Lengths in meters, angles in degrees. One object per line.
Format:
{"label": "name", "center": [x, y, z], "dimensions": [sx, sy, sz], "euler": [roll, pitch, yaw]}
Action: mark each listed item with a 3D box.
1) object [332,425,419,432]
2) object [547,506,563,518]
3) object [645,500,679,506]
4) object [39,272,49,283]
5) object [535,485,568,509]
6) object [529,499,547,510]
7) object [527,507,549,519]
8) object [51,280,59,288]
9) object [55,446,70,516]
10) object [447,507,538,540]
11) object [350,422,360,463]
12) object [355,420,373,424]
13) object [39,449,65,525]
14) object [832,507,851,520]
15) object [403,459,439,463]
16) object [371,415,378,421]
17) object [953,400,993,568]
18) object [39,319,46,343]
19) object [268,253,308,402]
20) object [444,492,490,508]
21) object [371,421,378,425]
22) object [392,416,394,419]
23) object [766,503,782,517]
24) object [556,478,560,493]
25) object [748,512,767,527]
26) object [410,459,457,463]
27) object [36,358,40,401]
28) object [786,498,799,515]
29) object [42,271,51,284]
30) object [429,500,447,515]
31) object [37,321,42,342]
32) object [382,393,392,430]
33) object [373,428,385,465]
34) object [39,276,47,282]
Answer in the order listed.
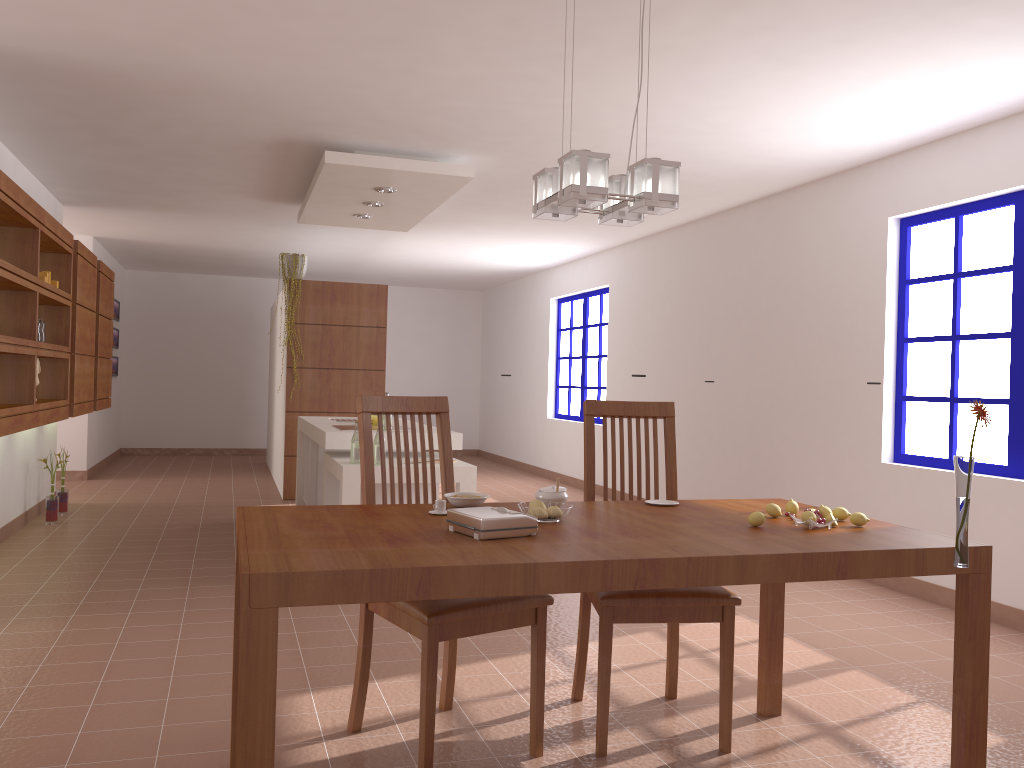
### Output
{"label": "object", "center": [-0.874, 0.283, 5.676], "dimensions": [0.493, 0.006, 0.551], "euler": [2, 0, -18]}
{"label": "object", "center": [0.114, 0.351, 2.437], "dimensions": [0.048, 0.033, 0.060], "euler": [2, 0, -19]}
{"label": "object", "center": [0.478, 0.380, 2.830], "dimensions": [0.108, 0.008, 0.108], "euler": [2, 0, 37]}
{"label": "object", "center": [-2.803, -0.627, 5.309], "dimensions": [0.044, 0.099, 0.044], "euler": [2, 0, -18]}
{"label": "object", "center": [0.115, 0.334, 2.568], "dimensions": [0.096, 0.079, 0.096], "euler": [2, 0, -22]}
{"label": "object", "center": [0.072, 0.345, 2.471], "dimensions": [0.048, 0.044, 0.055], "euler": [2, 0, -38]}
{"label": "object", "center": [0.071, 0.351, 2.411], "dimensions": [0.061, 0.032, 0.048], "euler": [2, 0, 42]}
{"label": "object", "center": [-2.885, -0.615, 5.588], "dimensions": [0.044, 0.070, 0.044], "euler": [2, 0, -18]}
{"label": "object", "center": [-3.468, 0.739, 6.850], "dimensions": [0.087, 0.546, 0.296], "euler": [2, 0, -17]}
{"label": "object", "center": [-0.037, 0.339, 2.213], "dimensions": [0.195, 0.062, 0.176], "euler": [2, 0, -33]}
{"label": "object", "center": [-0.861, 0.324, 4.927], "dimensions": [0.071, 0.230, 0.071], "euler": [2, 0, -36]}
{"label": "object", "center": [-1.025, 0.264, 6.046], "dimensions": [0.060, 0.033, 0.207], "euler": [2, 0, -38]}
{"label": "object", "center": [-3.330, 0.743, 6.426], "dimensions": [0.087, 0.546, 0.296], "euler": [2, 0, -2]}
{"label": "object", "center": [0.956, 0.378, 2.581], "dimensions": [0.043, 0.038, 0.043], "euler": [2, 0, -29]}
{"label": "object", "center": [-0.494, 0.440, 5.085], "dimensions": [0.041, 0.008, 0.375], "euler": [2, 0, 39]}
{"label": "object", "center": [-0.942, 0.239, 6.069], "dimensions": [0.207, 0.055, 0.047], "euler": [2, 0, -41]}
{"label": "object", "center": [0.995, 0.216, 1.915], "dimensions": [0.050, 0.365, 0.085], "euler": [2, 0, -20]}
{"label": "object", "center": [-2.940, -0.323, 5.519], "dimensions": [0.054, 0.165, 0.065], "euler": [2, 0, -2]}
{"label": "object", "center": [-2.013, -0.511, 8.043], "dimensions": [0.279, 1.344, 0.297], "euler": [2, 0, 32]}
{"label": "object", "center": [-0.135, 0.349, 2.646], "dimensions": [0.136, 0.036, 0.136], "euler": [2, 0, 30]}
{"label": "object", "center": [-0.917, 0.267, 6.053], "dimensions": [0.207, 0.033, 0.060], "euler": [2, 0, 27]}
{"label": "object", "center": [-1.051, 0.269, 7.226], "dimensions": [0.228, 0.020, 0.228], "euler": [2, 0, -36]}
{"label": "object", "center": [0.769, 0.372, 2.608], "dimensions": [0.041, 0.041, 0.042], "euler": [2, 0, -43]}
{"label": "object", "center": [0.129, 0.305, 2.534], "dimensions": [0.010, 0.075, 0.015], "euler": [2, 0, -18]}
{"label": "object", "center": [0.669, 0.369, 2.425], "dimensions": [0.041, 0.041, 0.042], "euler": [2, 0, -32]}
{"label": "object", "center": [-0.454, 0.448, 5.125], "dimensions": [0.266, 0.006, 0.168], "euler": [2, 0, -1]}
{"label": "object", "center": [-2.911, -0.042, 5.346], "dimensions": [0.100, 0.284, 0.100], "euler": [2, 0, 13]}
{"label": "object", "center": [0.842, 0.371, 2.665], "dimensions": [0.038, 0.053, 0.039], "euler": [2, 0, 17]}
{"label": "object", "center": [-2.898, -0.640, 5.516], "dimensions": [0.044, 0.120, 0.044], "euler": [2, 0, -18]}
{"label": "object", "center": [-0.201, 0.347, 2.492], "dimensions": [0.065, 0.037, 0.065], "euler": [2, 0, -4]}
{"label": "object", "center": [-2.938, -0.323, 5.466], "dimensions": [0.054, 0.165, 0.065], "euler": [2, 0, -2]}
{"label": "object", "center": [-0.776, 0.168, 5.489], "dimensions": [0.071, 0.230, 0.071], "euler": [2, 0, -36]}
{"label": "object", "center": [-0.729, 0.328, 4.866], "dimensions": [0.071, 0.230, 0.071], "euler": [2, 0, -36]}
{"label": "object", "center": [-2.690, -0.598, 5.071], "dimensions": [0.044, 0.049, 0.044], "euler": [2, 0, -18]}
